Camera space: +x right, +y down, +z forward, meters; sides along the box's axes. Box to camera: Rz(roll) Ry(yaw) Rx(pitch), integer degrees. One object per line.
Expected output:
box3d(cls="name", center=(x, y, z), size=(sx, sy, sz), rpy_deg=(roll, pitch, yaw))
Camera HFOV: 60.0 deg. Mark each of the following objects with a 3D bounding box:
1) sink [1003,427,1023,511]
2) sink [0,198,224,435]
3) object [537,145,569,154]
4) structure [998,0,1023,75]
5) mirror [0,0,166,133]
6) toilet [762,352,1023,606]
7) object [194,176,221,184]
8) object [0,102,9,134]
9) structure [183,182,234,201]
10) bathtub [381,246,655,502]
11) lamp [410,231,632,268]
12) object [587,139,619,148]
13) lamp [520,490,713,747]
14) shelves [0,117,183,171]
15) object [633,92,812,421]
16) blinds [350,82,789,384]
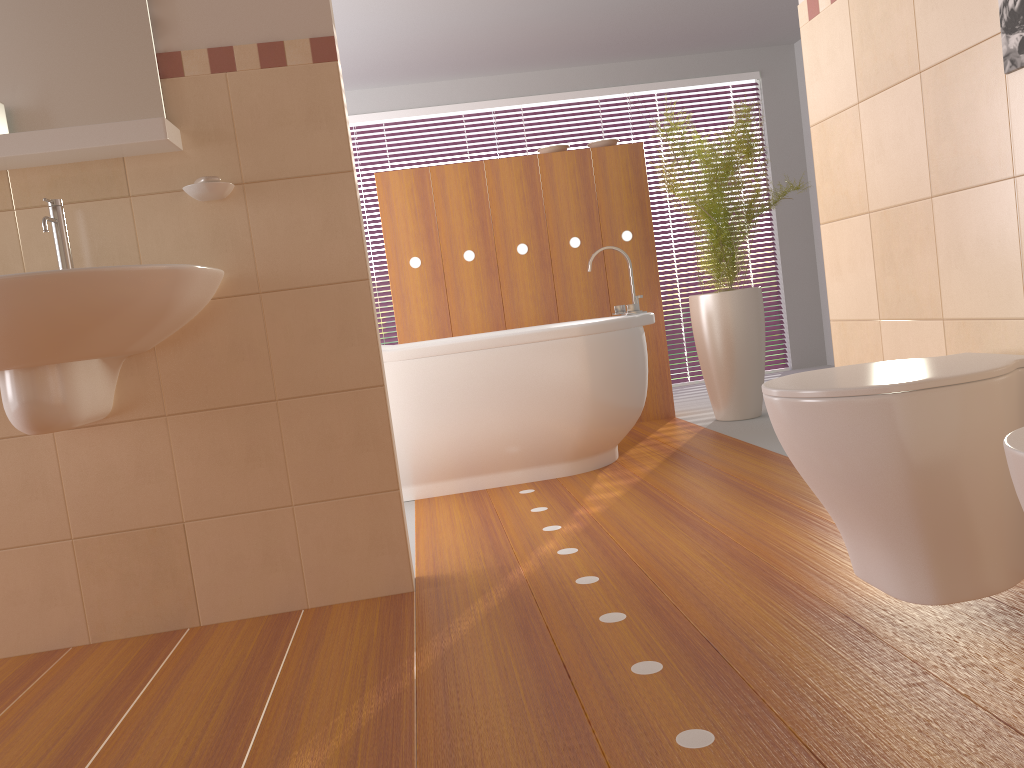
box3d(cls="sink", center=(0.827, 0.153, 0.984), size=(0.515, 0.517, 0.335), rpy_deg=(-8, 5, -6))
box3d(cls="sink", center=(-0.988, -0.152, 1.874), size=(0.683, 0.516, 0.539), rpy_deg=(-8, 5, -6))
box3d(cls="object", center=(0.223, -1.232, 4.724), size=(0.173, 0.046, 0.173), rpy_deg=(-8, 5, -6))
box3d(cls="structure", center=(0.904, -0.704, 1.545), size=(0.005, 0.279, 0.170), rpy_deg=(-8, 5, -6))
box3d(cls="mirror", center=(-1.123, -0.974, 2.057), size=(0.502, 0.799, 0.008), rpy_deg=(-8, 5, -6))
box3d(cls="toilet", center=(0.753, 0.167, 1.645), size=(0.534, 0.400, 0.375), rpy_deg=(-8, 5, -6))
box3d(cls="object", center=(-0.724, -0.478, 2.105), size=(0.050, 0.023, 0.075), rpy_deg=(-12, 6, -41))
box3d(cls="object", center=(-1.196, -0.624, 2.013), size=(0.063, 0.149, 0.073), rpy_deg=(-8, 5, -6))
box3d(cls="structure", center=(-0.723, -0.456, 2.106), size=(0.117, 0.029, 0.092), rpy_deg=(-8, 5, -6))
box3d(cls="bathtub", center=(-0.289, -0.043, 3.788), size=(1.874, 0.900, 0.888), rpy_deg=(-8, 5, -6))
box3d(cls="lamp", center=(0.054, -0.701, 4.606), size=(1.169, 0.052, 0.001), rpy_deg=(-8, 5, -6))
box3d(cls="object", center=(0.491, -1.270, 4.751), size=(0.173, 0.046, 0.173), rpy_deg=(-8, 5, -6))
box3d(cls="lamp", center=(-1.325, 0.713, 1.761), size=(3.173, 0.001, 2.893), rpy_deg=(-8, 5, -6))
box3d(cls="shelves", center=(-1.060, -0.543, 2.041), size=(0.554, 0.050, 0.138), rpy_deg=(-8, 5, -6))
box3d(cls="object", center=(1.130, -0.609, 4.360), size=(0.683, 1.557, 1.335), rpy_deg=(-5, 5, 27))
box3d(cls="blinds", center=(-0.466, -0.793, 6.066), size=(4.712, 2.022, 0.032), rpy_deg=(-8, 5, -6))
